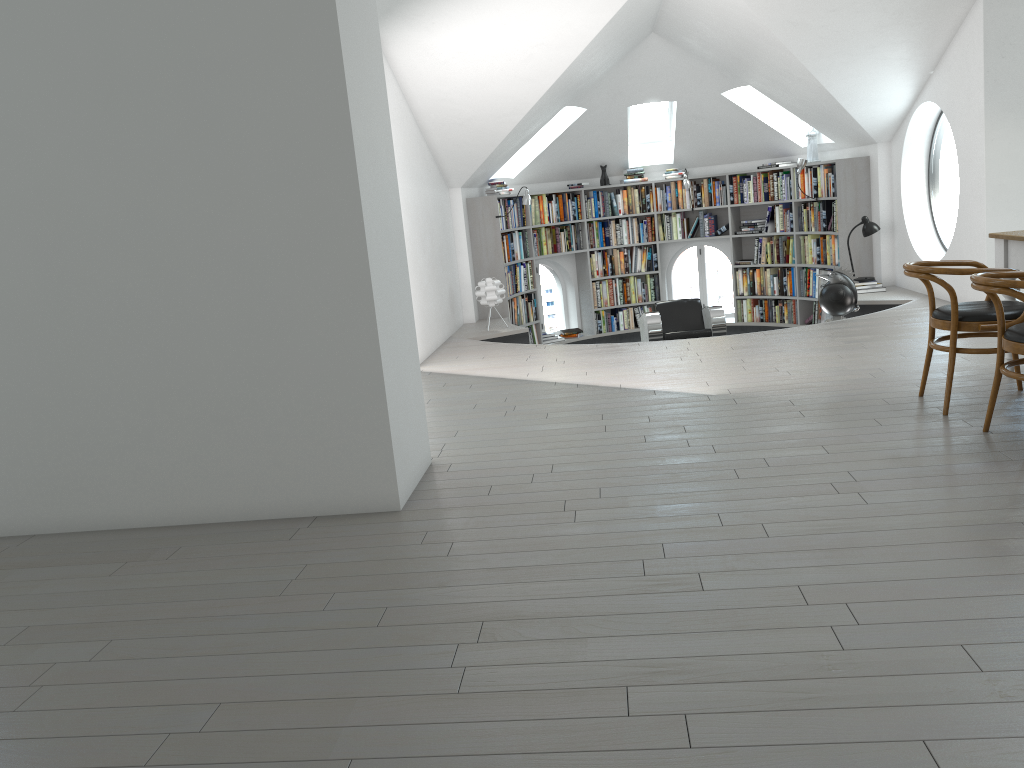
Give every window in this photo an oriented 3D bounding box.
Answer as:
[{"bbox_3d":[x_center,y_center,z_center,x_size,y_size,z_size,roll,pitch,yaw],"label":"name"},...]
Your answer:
[{"bbox_3d":[1.443,-1.254,11.745,3.232,1.145,0.620,-7,10,-7],"label":"window"},{"bbox_3d":[4.123,-1.870,8.105,0.104,1.463,1.478,-5,10,7],"label":"window"},{"bbox_3d":[1.649,-3.262,10.488,4.054,0.710,1.943,-5,11,6],"label":"window"}]

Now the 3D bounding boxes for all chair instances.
[{"bbox_3d":[2.305,-0.260,4.441,0.621,0.731,0.530,-4,10,10],"label":"chair"},{"bbox_3d":[2.275,-0.114,3.724,0.621,0.731,0.530,-5,10,7],"label":"chair"},{"bbox_3d":[1.850,-0.533,9.652,0.823,0.716,0.745,-6,10,1],"label":"chair"}]

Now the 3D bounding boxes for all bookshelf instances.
[{"bbox_3d":[1.828,-1.532,10.781,4.331,1.871,2.120,-5,11,6],"label":"bookshelf"}]

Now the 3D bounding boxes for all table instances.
[{"bbox_3d":[3.042,-0.148,3.317,1.018,0.795,3.367,-5,11,7],"label":"table"}]

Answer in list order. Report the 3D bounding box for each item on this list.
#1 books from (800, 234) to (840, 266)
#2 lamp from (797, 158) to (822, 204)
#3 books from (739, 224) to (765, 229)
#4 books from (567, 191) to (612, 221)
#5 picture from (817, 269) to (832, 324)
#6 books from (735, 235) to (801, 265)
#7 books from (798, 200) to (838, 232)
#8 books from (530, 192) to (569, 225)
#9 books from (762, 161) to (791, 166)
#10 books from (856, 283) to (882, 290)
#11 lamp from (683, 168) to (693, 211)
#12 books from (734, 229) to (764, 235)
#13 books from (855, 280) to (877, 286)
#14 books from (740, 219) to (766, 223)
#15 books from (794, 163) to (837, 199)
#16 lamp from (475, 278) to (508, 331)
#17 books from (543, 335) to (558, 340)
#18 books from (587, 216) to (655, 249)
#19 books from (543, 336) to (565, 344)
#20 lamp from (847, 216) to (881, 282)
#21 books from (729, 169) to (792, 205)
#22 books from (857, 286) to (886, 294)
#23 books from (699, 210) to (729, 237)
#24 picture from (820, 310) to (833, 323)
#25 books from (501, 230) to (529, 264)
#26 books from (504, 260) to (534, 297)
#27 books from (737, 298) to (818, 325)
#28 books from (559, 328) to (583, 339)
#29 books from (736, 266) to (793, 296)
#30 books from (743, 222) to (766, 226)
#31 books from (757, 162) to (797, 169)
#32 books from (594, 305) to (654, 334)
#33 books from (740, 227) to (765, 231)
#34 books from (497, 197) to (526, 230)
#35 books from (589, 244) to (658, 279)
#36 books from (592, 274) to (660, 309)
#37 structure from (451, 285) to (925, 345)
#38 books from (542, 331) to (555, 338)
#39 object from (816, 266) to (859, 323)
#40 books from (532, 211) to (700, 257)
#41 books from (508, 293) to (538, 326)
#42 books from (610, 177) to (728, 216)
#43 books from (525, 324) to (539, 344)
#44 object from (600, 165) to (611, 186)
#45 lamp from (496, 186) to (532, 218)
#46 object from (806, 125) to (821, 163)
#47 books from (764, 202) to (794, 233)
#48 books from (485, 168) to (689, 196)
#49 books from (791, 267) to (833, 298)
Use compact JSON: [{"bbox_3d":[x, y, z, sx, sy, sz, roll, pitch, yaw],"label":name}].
[{"bbox_3d":[3.618,-1.526,10.048,0.275,0.346,1.025,-7,11,-8],"label":"books"},{"bbox_3d":[3.319,-2.262,9.877,0.275,0.523,0.113,-6,10,-3],"label":"lamp"},{"bbox_3d":[3.044,-1.973,11.078,0.270,0.031,0.286,-13,13,-33],"label":"books"},{"bbox_3d":[0.949,-2.296,11.405,0.683,0.344,0.266,-9,11,-16],"label":"books"},{"bbox_3d":[3.537,-0.831,9.875,0.090,0.859,0.581,-6,10,-3],"label":"picture"},{"bbox_3d":[3.206,-1.653,10.885,0.252,0.350,0.975,-15,14,-40],"label":"books"},{"bbox_3d":[3.571,-1.901,9.989,0.279,0.356,1.057,-7,11,-8],"label":"books"},{"bbox_3d":[0.371,-2.179,11.060,0.795,0.371,0.269,-15,14,-39],"label":"books"},{"bbox_3d":[3.199,-2.661,10.708,0.233,0.027,0.248,-10,12,-20],"label":"books"},{"bbox_3d":[3.596,-1.012,9.114,0.286,0.034,0.306,-7,11,-3],"label":"books"},{"bbox_3d":[2.203,-2.414,11.114,0.113,0.564,0.359,-4,10,13],"label":"lamp"},{"bbox_3d":[3.050,-1.911,11.089,0.367,0.042,0.388,-16,15,-42],"label":"books"},{"bbox_3d":[3.593,-1.044,9.109,0.269,0.031,0.287,-3,12,16],"label":"books"},{"bbox_3d":[3.038,-2.035,11.068,0.269,0.031,0.287,-9,11,-13],"label":"books"},{"bbox_3d":[3.532,-2.279,9.936,0.293,0.360,1.018,-8,11,-11],"label":"books"},{"bbox_3d":[-0.211,-0.826,9.104,0.305,0.522,0.307,-7,10,-5],"label":"lamp"},{"bbox_3d":[0.419,-0.599,11.362,0.269,0.031,0.287,-9,12,-17],"label":"books"},{"bbox_3d":[1.386,-1.987,11.569,1.028,0.357,0.302,-7,10,-8],"label":"books"},{"bbox_3d":[0.423,-0.566,11.367,0.366,0.042,0.389,-11,13,-26],"label":"books"},{"bbox_3d":[3.593,-1.381,9.042,0.322,0.657,0.235,-2,11,22],"label":"lamp"},{"bbox_3d":[3.093,-2.412,10.816,0.307,0.366,0.971,-14,14,-39],"label":"books"},{"bbox_3d":[3.600,-0.977,9.121,0.365,0.042,0.390,-5,11,7],"label":"books"},{"bbox_3d":[2.610,-2.058,11.300,0.399,0.339,0.225,-1,11,26],"label":"books"},{"bbox_3d":[3.492,-0.635,9.731,0.107,0.552,0.492,-6,10,-3],"label":"picture"},{"bbox_3d":[-0.099,-1.605,10.425,0.303,0.346,1.094,-2,12,22],"label":"books"},{"bbox_3d":[-0.031,-1.232,10.448,0.260,0.357,1.025,-1,12,23],"label":"books"},{"bbox_3d":[3.374,-0.897,10.832,0.360,0.309,1.501,-12,13,-31],"label":"books"},{"bbox_3d":[0.768,-0.654,11.495,0.318,0.099,0.293,-4,11,8],"label":"books"},{"bbox_3d":[3.196,-1.288,11.019,0.273,0.349,0.873,-15,14,-41],"label":"books"},{"bbox_3d":[3.041,-2.004,11.073,0.214,0.036,0.227,-13,13,-33],"label":"books"},{"bbox_3d":[3.202,-2.634,10.713,0.317,0.036,0.337,-12,13,-30],"label":"books"},{"bbox_3d":[1.504,-0.876,11.712,1.019,0.305,0.289,-8,10,-9],"label":"books"},{"bbox_3d":[3.047,-1.943,11.083,0.286,0.031,0.270,4,15,41],"label":"books"},{"bbox_3d":[-0.133,-1.980,10.340,0.300,0.359,1.038,-2,12,22],"label":"books"},{"bbox_3d":[1.431,-1.610,11.591,0.998,0.350,0.299,-8,10,-10],"label":"books"},{"bbox_3d":[1.483,-1.234,11.658,1.032,0.356,0.294,-8,10,-8],"label":"books"},{"bbox_3d":[1.772,-0.501,9.557,4.725,0.690,4.717,-15,14,-38],"label":"structure"},{"bbox_3d":[0.416,-0.630,11.356,0.214,0.036,0.227,-9,12,-17],"label":"books"},{"bbox_3d":[2.982,-0.801,8.120,0.320,0.560,0.322,-10,11,-20],"label":"object"},{"bbox_3d":[1.219,-1.922,11.358,2.531,0.369,0.593,-8,11,-13],"label":"books"},{"bbox_3d":[-0.062,-0.635,10.297,0.390,0.692,1.650,-3,11,16],"label":"books"},{"bbox_3d":[2.017,-2.417,11.406,1.565,0.365,0.396,-4,11,12],"label":"books"},{"bbox_3d":[0.035,-0.517,10.640,0.282,0.318,0.923,-1,12,25],"label":"books"},{"bbox_3d":[1.197,-2.677,11.382,0.147,0.263,0.203,-5,10,3],"label":"object"},{"bbox_3d":[0.012,-2.023,9.854,0.414,0.310,0.117,-5,10,3],"label":"lamp"},{"bbox_3d":[3.416,-2.755,10.091,0.179,0.470,0.180,-3,10,15],"label":"object"},{"bbox_3d":[3.317,-2.014,10.692,0.256,0.349,0.554,-13,13,-36],"label":"books"},{"bbox_3d":[0.889,-2.539,11.072,2.819,0.173,0.750,-11,12,-23],"label":"books"},{"bbox_3d":[3.629,-1.163,10.176,0.304,0.357,1.189,-8,11,-12],"label":"books"}]
